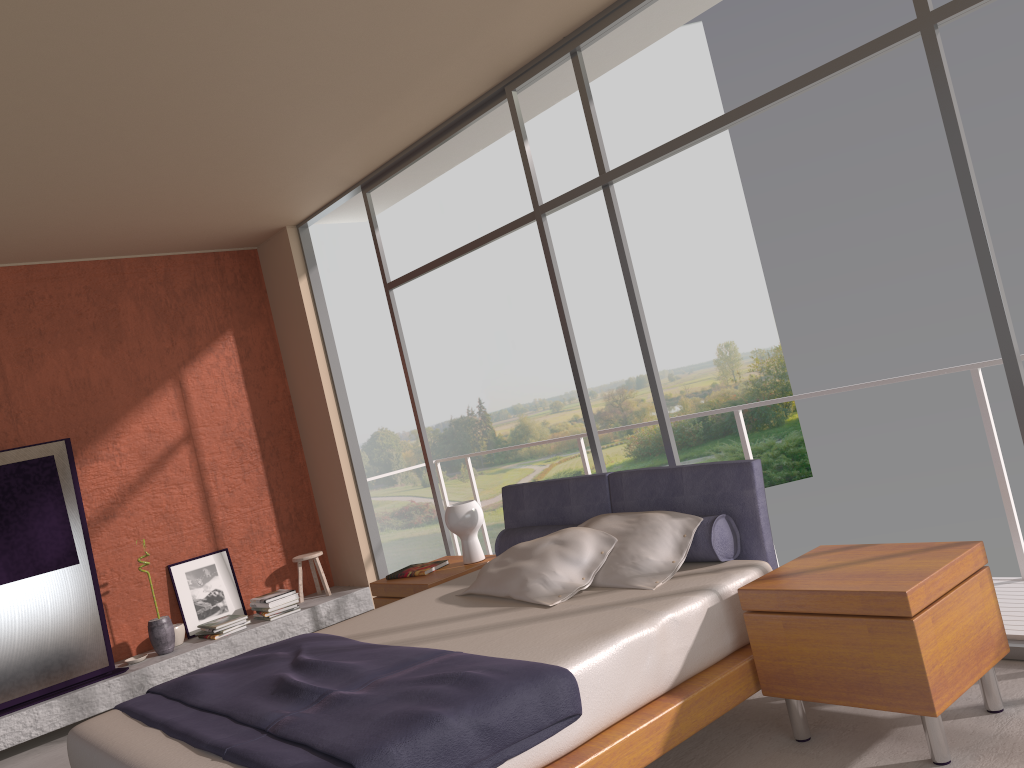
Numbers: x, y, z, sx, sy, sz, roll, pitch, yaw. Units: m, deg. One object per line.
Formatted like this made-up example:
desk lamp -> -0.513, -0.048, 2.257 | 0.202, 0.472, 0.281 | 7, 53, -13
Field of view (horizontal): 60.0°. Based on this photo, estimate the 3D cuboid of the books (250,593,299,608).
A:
books -> -1.769, 1.612, 6.603 | 0.247, 0.038, 0.319 | -12, -2, -42

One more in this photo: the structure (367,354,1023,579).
structure -> 1.580, 0.555, 4.304 | 0.728, 1.005, 7.689 | -12, -2, -40

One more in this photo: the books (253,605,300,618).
books -> -1.754, 1.692, 6.605 | 0.247, 0.018, 0.287 | -12, -2, -40

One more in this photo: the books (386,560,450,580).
books -> -0.549, 1.082, 5.163 | 0.287, 0.025, 0.247 | -14, -2, 31

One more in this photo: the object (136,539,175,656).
object -> -2.476, 1.462, 6.120 | 0.165, 0.810, 0.165 | -13, -1, -16

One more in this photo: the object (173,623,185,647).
object -> -2.417, 1.799, 6.317 | 0.179, 0.137, 0.180 | -13, -2, -27

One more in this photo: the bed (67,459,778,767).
bed -> -0.313, 1.087, 3.510 | 2.462, 0.959, 2.017 | -12, -2, -40

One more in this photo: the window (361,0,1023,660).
window -> 1.172, -0.370, 3.922 | 0.075, 3.133, 6.106 | -12, -2, -40

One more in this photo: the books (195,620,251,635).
books -> -2.075, 1.753, 6.373 | 0.328, 0.018, 0.247 | -14, -2, 35

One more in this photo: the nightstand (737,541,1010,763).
nightstand -> 1.266, 0.901, 3.080 | 0.562, 0.556, 0.628 | -12, -2, -40

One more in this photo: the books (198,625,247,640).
books -> -2.075, 1.776, 6.358 | 0.247, 0.025, 0.287 | -12, -2, -43

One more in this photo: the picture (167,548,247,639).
picture -> -2.268, 1.555, 6.622 | 0.458, 0.550, 0.117 | -12, -2, -40

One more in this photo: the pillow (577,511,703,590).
pillow -> 0.446, 0.723, 3.826 | 0.400, 0.265, 0.791 | -12, -2, -37

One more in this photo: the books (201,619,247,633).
books -> -2.069, 1.728, 6.364 | 0.247, 0.025, 0.287 | -12, -2, -37

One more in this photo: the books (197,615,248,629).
books -> -2.078, 1.709, 6.368 | 0.247, 0.018, 0.328 | -12, -2, -43

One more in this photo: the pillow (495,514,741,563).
pillow -> 0.430, 0.745, 4.164 | 0.205, 0.201, 1.470 | -12, -2, -40

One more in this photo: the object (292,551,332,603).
object -> -1.559, 1.509, 6.975 | 0.260, 0.349, 0.257 | -14, -1, 20

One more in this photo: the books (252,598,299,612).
books -> -1.762, 1.644, 6.602 | 0.247, 0.027, 0.328 | -12, -2, -38

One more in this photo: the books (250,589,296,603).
books -> -1.780, 1.582, 6.608 | 0.247, 0.025, 0.287 | -12, -2, -40

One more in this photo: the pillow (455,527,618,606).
pillow -> 0.088, 0.821, 3.983 | 0.431, 0.264, 0.869 | -12, -2, -32

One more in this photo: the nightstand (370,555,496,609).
nightstand -> -0.365, 1.337, 5.110 | 0.562, 0.556, 0.628 | -12, -2, -40

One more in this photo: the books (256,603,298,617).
books -> -1.746, 1.668, 6.584 | 0.247, 0.025, 0.287 | -13, -2, -29

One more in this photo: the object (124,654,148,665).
object -> -2.555, 1.883, 6.039 | 0.152, 0.040, 0.152 | -13, -1, -5

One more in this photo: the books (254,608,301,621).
books -> -1.746, 1.709, 6.600 | 0.247, 0.018, 0.328 | -12, -2, -38

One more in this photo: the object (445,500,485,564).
object -> -0.252, 0.847, 5.069 | 0.224, 0.338, 0.224 | -13, -2, -28

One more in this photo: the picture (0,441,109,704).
picture -> -3.200, 1.188, 5.479 | 1.129, 1.496, 0.126 | -12, -2, -40
